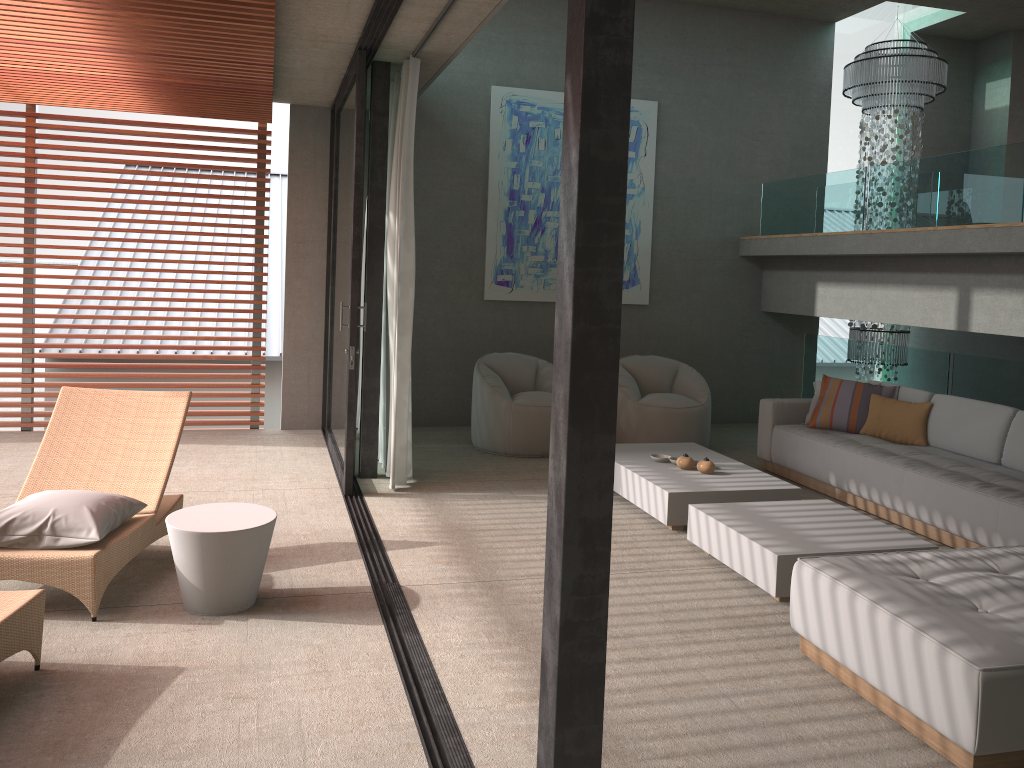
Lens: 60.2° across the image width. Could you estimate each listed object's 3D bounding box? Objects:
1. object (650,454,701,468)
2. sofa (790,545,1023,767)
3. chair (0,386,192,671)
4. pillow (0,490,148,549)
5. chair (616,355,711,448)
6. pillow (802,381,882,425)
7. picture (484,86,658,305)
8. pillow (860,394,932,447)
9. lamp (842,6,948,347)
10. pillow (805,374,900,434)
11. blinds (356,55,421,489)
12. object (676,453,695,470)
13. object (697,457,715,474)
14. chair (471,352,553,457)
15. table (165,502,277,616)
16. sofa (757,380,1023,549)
[{"bbox_3d":[1.150,0.530,6.014,0.438,0.039,0.155,6,8,30],"label":"object"},{"bbox_3d":[2.037,0.790,3.349,1.595,0.730,1.019,0,6,-16],"label":"sofa"},{"bbox_3d":[-2.075,0.580,3.646,0.700,0.823,2.310,2,7,-1],"label":"chair"},{"bbox_3d":[-2.045,0.595,3.985,0.595,0.193,0.598,2,7,-4],"label":"pillow"},{"bbox_3d":[1.306,0.173,7.875,0.922,0.784,0.925,3,5,8],"label":"chair"},{"bbox_3d":[2.615,0.187,6.968,0.619,0.419,0.312,4,5,21],"label":"pillow"},{"bbox_3d":[0.597,-1.831,8.730,1.719,2.041,0.030,1,3,-16],"label":"picture"},{"bbox_3d":[2.820,0.263,6.470,0.465,0.323,0.226,7,6,37],"label":"pillow"},{"bbox_3d":[3.942,-1.975,9.284,0.999,3.924,1.004,0,3,-35],"label":"lamp"},{"bbox_3d":[2.611,0.170,6.769,0.657,0.440,0.341,5,5,28],"label":"pillow"},{"bbox_3d":[-1.007,-0.898,7.086,0.223,2.911,2.440,2,4,-16],"label":"blinds"},{"bbox_3d":[1.155,0.513,5.879,0.119,0.105,0.120,1,5,-11],"label":"object"},{"bbox_3d":[1.269,0.531,5.775,0.119,0.105,0.120,4,5,19],"label":"object"},{"bbox_3d":[0.116,0.157,7.641,0.921,0.784,0.926,1,5,-12],"label":"chair"},{"bbox_3d":[-1.303,0.787,3.962,0.475,0.391,0.477,-1,6,-34],"label":"table"},{"bbox_3d":[2.935,0.525,5.620,1.048,0.749,3.483,1,7,-16],"label":"sofa"}]
